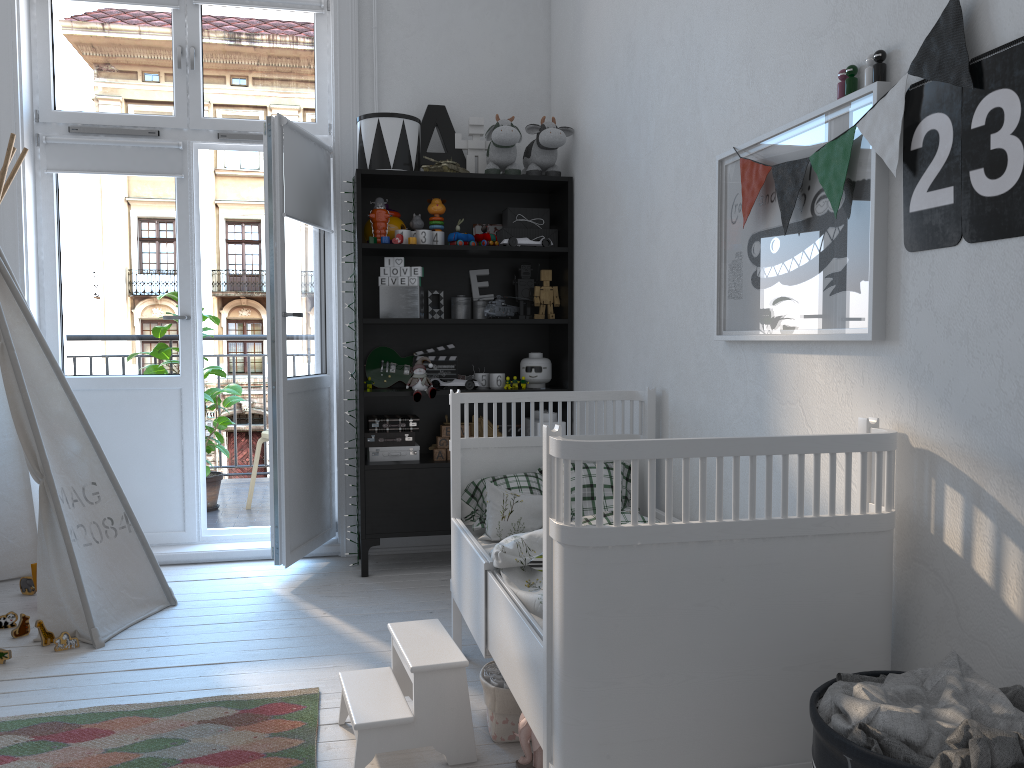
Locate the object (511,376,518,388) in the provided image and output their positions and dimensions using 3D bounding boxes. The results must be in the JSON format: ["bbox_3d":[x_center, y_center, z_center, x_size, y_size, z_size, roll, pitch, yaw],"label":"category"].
[{"bbox_3d":[0.013,-0.007,3.884,0.042,0.054,0.031,-1,3,-12],"label":"object"}]

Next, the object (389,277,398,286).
[{"bbox_3d":[-0.498,-0.430,3.732,0.040,0.040,0.040,-1,3,-7],"label":"object"}]

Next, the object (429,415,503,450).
[{"bbox_3d":[-0.199,0.230,3.979,0.337,0.186,0.111,0,3,3],"label":"object"}]

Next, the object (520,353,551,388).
[{"bbox_3d":[0.106,-0.059,3.954,0.139,0.162,0.139,-3,4,-37],"label":"object"}]

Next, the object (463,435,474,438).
[{"bbox_3d":[-0.194,0.251,3.873,0.050,0.050,0.050,-1,3,-12],"label":"object"}]

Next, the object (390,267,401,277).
[{"bbox_3d":[-0.486,-0.470,3.722,0.040,0.040,0.040,0,3,8],"label":"object"}]

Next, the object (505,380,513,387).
[{"bbox_3d":[-0.053,-0.004,4.031,0.163,0.034,0.069,-1,3,-12],"label":"object"}]

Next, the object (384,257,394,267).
[{"bbox_3d":[-0.514,-0.510,3.721,0.040,0.040,0.040,-1,3,-7],"label":"object"}]

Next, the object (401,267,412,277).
[{"bbox_3d":[-0.440,-0.470,3.719,0.040,0.040,0.040,1,3,18],"label":"object"}]

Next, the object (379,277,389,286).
[{"bbox_3d":[-0.537,-0.430,3.727,0.040,0.040,0.040,0,3,3],"label":"object"}]

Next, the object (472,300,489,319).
[{"bbox_3d":[-0.114,-0.330,3.915,0.078,0.091,0.246,-1,3,-17],"label":"object"}]

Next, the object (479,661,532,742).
[{"bbox_3d":[0.025,0.799,2.266,0.215,0.148,0.240,0,3,-5],"label":"object"}]

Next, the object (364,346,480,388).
[{"bbox_3d":[-0.388,-0.050,3.984,0.542,0.239,0.093,-1,3,-12],"label":"object"}]

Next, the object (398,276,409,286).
[{"bbox_3d":[-0.454,-0.430,3.722,0.040,0.040,0.040,0,3,3],"label":"object"}]

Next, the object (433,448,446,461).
[{"bbox_3d":[-0.313,0.304,3.822,0.050,0.050,0.050,-1,3,-12],"label":"object"}]

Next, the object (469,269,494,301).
[{"bbox_3d":[-0.139,-0.448,4.032,0.107,0.151,0.055,-1,3,-12],"label":"object"}]

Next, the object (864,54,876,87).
[{"bbox_3d":[0.698,-0.608,1.722,0.025,0.064,0.025,-1,3,-17],"label":"object"}]

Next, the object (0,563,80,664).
[{"bbox_3d":[-1.590,0.692,3.118,0.385,0.284,0.856,-1,3,-20],"label":"object"}]

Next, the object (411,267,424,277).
[{"bbox_3d":[-0.396,-0.470,3.717,0.040,0.040,0.040,1,3,13],"label":"object"}]

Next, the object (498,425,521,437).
[{"bbox_3d":[-0.069,0.251,4.100,0.347,0.120,0.034,-1,3,-12],"label":"object"}]

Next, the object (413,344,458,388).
[{"bbox_3d":[-0.343,-0.081,3.965,0.201,0.199,0.048,-1,3,-12],"label":"object"}]

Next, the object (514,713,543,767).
[{"bbox_3d":[0.039,0.811,1.993,0.254,0.152,0.125,-1,3,-13],"label":"object"}]

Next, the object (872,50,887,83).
[{"bbox_3d":[0.704,-0.607,1.698,0.025,0.064,0.025,-1,3,-19],"label":"object"}]

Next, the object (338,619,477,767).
[{"bbox_3d":[-0.265,0.755,2.172,0.288,0.246,0.332,-1,3,-17],"label":"object"}]

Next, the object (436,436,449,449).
[{"bbox_3d":[-0.300,0.253,3.843,0.050,0.050,0.050,-1,3,-12],"label":"object"}]

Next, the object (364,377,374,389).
[{"bbox_3d":[-0.621,-0.004,3.857,0.042,0.054,0.031,0,3,-2],"label":"object"}]

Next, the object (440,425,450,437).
[{"bbox_3d":[-0.281,0.203,3.836,0.050,0.050,0.050,-1,3,-12],"label":"object"}]

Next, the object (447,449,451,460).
[{"bbox_3d":[-0.256,0.303,3.835,0.050,0.050,0.050,-1,3,-7],"label":"object"}]

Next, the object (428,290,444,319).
[{"bbox_3d":[-0.342,-0.353,3.985,0.070,0.135,0.028,-1,3,-12],"label":"object"}]

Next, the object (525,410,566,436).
[{"bbox_3d":[0.146,0.220,3.964,0.132,0.199,0.267,-1,3,-12],"label":"object"}]

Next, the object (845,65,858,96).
[{"bbox_3d":[0.686,-0.612,1.791,0.025,0.064,0.025,-1,3,-14],"label":"object"}]

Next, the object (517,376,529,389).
[{"bbox_3d":[0.049,-0.006,3.862,0.042,0.054,0.031,2,4,33],"label":"object"}]

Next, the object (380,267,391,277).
[{"bbox_3d":[-0.531,-0.470,3.724,0.040,0.040,0.040,0,3,-2],"label":"object"}]

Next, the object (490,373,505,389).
[{"bbox_3d":[-0.064,-0.013,3.868,0.067,0.067,0.067,0,3,2],"label":"object"}]

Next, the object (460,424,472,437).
[{"bbox_3d":[-0.204,0.202,3.855,0.050,0.050,0.050,0,3,8],"label":"object"}]

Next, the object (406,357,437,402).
[{"bbox_3d":[-0.375,-0.020,3.688,0.110,0.186,0.129,-2,4,-25],"label":"object"}]

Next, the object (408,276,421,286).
[{"bbox_3d":[-0.408,-0.430,3.720,0.040,0.040,0.040,1,3,18],"label":"object"}]

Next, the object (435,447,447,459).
[{"bbox_3d":[-0.310,0.301,3.879,0.050,0.050,0.050,-1,3,-12],"label":"object"}]

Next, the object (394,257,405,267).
[{"bbox_3d":[-0.472,-0.510,3.719,0.040,0.040,0.040,0,3,-2],"label":"object"}]

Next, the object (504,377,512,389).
[{"bbox_3d":[-0.017,-0.004,3.824,0.031,0.054,0.042,2,4,38],"label":"object"}]

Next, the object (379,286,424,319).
[{"bbox_3d":[-0.468,-0.344,3.764,0.170,0.138,0.124,0,3,3],"label":"object"}]

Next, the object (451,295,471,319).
[{"bbox_3d":[-0.228,-0.341,3.976,0.095,0.111,0.095,-1,3,-8],"label":"object"}]

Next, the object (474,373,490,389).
[{"bbox_3d":[-0.132,-0.014,3.901,0.067,0.067,0.067,0,3,2],"label":"object"}]

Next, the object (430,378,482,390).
[{"bbox_3d":[-0.246,0.000,3.837,0.230,0.048,0.098,1,3,13],"label":"object"}]
